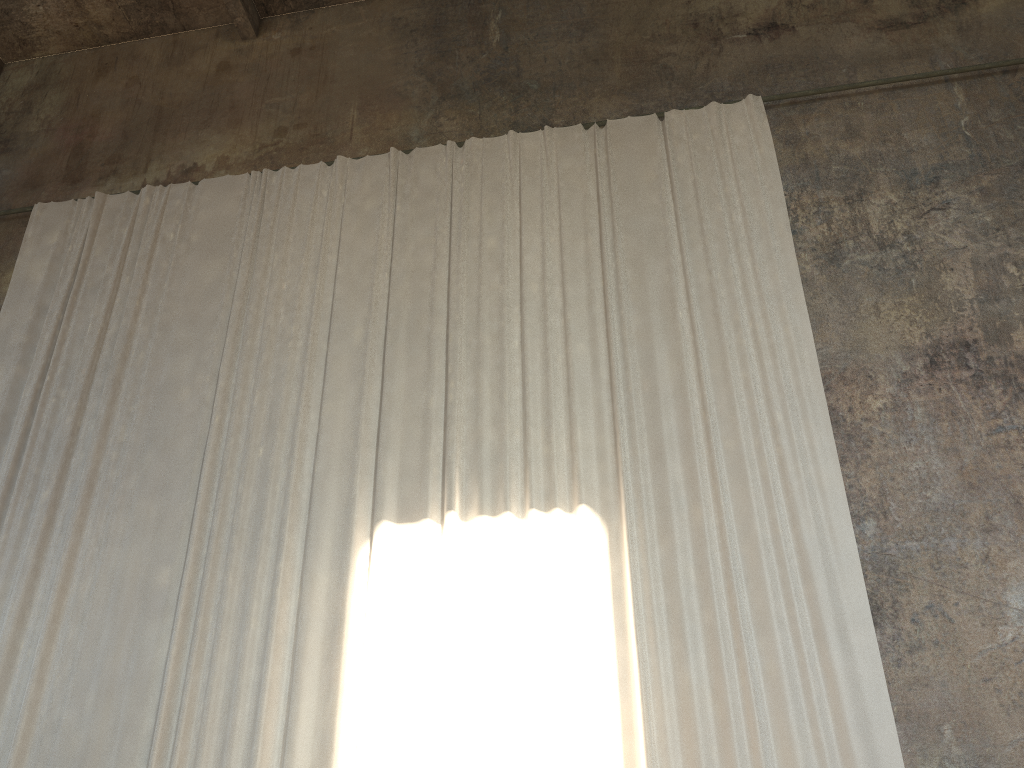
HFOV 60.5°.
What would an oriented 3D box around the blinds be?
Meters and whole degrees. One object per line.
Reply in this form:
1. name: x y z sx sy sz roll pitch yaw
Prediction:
1. blinds: -1.383 1.196 6.987 7.839 8.153 0.290 -6 -30 9
